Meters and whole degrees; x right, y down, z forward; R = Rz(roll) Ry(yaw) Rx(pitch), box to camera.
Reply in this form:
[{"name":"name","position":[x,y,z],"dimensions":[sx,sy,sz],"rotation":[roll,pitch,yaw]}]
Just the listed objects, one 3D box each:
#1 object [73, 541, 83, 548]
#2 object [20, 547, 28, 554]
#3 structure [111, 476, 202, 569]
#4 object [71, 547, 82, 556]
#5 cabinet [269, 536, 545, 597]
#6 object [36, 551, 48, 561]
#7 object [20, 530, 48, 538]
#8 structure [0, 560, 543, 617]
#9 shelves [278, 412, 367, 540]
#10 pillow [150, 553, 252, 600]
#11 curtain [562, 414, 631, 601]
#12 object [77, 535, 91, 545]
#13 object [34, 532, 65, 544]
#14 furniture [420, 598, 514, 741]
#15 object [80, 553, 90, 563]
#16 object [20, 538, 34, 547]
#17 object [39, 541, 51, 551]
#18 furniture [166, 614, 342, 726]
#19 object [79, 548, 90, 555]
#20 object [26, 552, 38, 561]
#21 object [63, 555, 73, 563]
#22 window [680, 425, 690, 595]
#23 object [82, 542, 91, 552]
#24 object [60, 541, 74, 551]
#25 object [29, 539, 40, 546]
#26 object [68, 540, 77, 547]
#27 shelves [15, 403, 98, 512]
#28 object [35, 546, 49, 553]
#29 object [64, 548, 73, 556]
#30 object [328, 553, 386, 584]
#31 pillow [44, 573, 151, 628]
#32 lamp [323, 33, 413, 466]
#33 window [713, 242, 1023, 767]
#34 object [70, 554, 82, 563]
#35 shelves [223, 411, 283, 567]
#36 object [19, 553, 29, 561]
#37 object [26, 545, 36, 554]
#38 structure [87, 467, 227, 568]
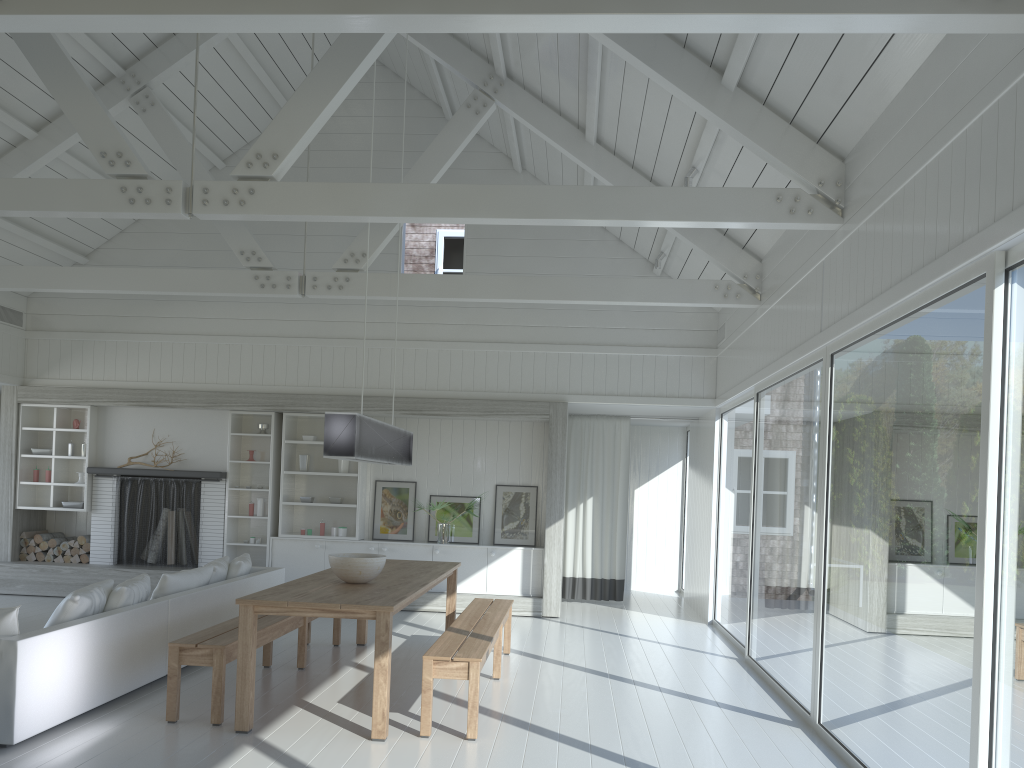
[{"name":"object","position":[-5.128,1.918,10.630],"dimensions":[0.080,0.080,0.480],"rotation":[2,-6,3]},{"name":"object","position":[-5.771,1.995,10.675],"dimensions":[0.080,0.080,0.480],"rotation":[2,-6,3]},{"name":"structure","position":[-4.156,1.611,10.245],"dimensions":[1.097,1.062,0.116],"rotation":[2,0,4]},{"name":"object","position":[-5.143,2.010,10.643],"dimensions":[0.109,0.109,0.496],"rotation":[2,-6,3]},{"name":"cabinet","position":[-1.207,2.126,10.381],"dimensions":[3.180,0.550,0.656],"rotation":[2,-4,4]},{"name":"object","position":[-5.569,2.073,10.673],"dimensions":[0.110,0.110,0.496],"rotation":[2,-6,3]},{"name":"object","position":[-5.780,1.816,10.677],"dimensions":[0.080,0.080,0.480],"rotation":[2,-6,3]},{"name":"structure","position":[-2.773,2.421,10.795],"dimensions":[6.347,0.346,1.891],"rotation":[2,-6,4]},{"name":"shelves","position":[-2.190,1.100,10.483],"dimensions":[0.938,1.442,0.606],"rotation":[2,-1,4]},{"name":"pillow","position":[-2.576,1.735,7.447],"dimensions":[0.462,0.476,2.066],"rotation":[2,-6,-3]},{"name":"curtain","position":[0.978,1.568,11.253],"dimensions":[1.006,2.368,0.116],"rotation":[2,0,4]},{"name":"object","position":[-5.061,1.872,10.639],"dimensions":[0.110,0.110,0.496],"rotation":[2,-6,3]},{"name":"object","position":[-5.595,1.863,10.677],"dimensions":[0.110,0.110,0.496],"rotation":[2,-6,3]},{"name":"furniture","position":[-0.256,1.952,6.354],"dimensions":[0.340,0.470,2.693],"rotation":[2,-6,4]},{"name":"object","position":[-5.027,2.088,10.635],"dimensions":[0.110,0.110,0.496],"rotation":[2,-6,3]},{"name":"object","position":[-5.765,1.907,10.688],"dimensions":[0.109,0.109,0.496],"rotation":[2,-6,3]},{"name":"object","position":[-5.528,1.944,10.671],"dimensions":[0.109,0.109,0.496],"rotation":[2,-6,3]},{"name":"furniture","position":[-1.750,1.908,6.460],"dimensions":[0.340,0.470,2.693],"rotation":[2,-6,4]},{"name":"object","position":[-5.050,2.003,10.630],"dimensions":[0.080,0.079,0.480],"rotation":[2,-6,3]},{"name":"object","position":[-5.671,2.087,10.696],"dimensions":[0.134,0.146,0.550],"rotation":[2,-6,4]},{"name":"object","position":[-5.232,2.104,10.657],"dimensions":[0.108,0.106,0.517],"rotation":[2,-6,3]},{"name":"window","position":[2.491,1.787,12.452],"dimensions":[0.037,2.425,0.947],"rotation":[2,-1,4]},{"name":"object","position":[-5.000,1.954,10.633],"dimensions":[0.109,0.109,0.496],"rotation":[2,-6,3]},{"name":"object","position":[-5.271,1.943,10.653],"dimensions":[0.109,0.109,0.496],"rotation":[2,-6,3]},{"name":"object","position":[-5.670,1.902,10.668],"dimensions":[0.080,0.080,0.480],"rotation":[2,-6,3]},{"name":"object","position":[-5.191,1.905,10.634],"dimensions":[0.086,0.091,0.481],"rotation":[2,-6,3]},{"name":"shelves","position":[-5.350,0.889,10.579],"dimensions":[0.865,1.238,0.550],"rotation":[2,-1,4]},{"name":"object","position":[-5.592,1.987,10.668],"dimensions":[0.080,0.079,0.480],"rotation":[2,-6,3]},{"name":"object","position":[-5.229,2.010,10.636],"dimensions":[0.080,0.080,0.480],"rotation":[2,-6,3]},{"name":"object","position":[-1.054,1.259,5.996],"dimensions":[0.389,0.185,0.391],"rotation":[3,-5,-5]},{"name":"pillow","position":[-2.731,1.536,5.790],"dimensions":[0.466,0.476,1.323],"rotation":[2,-6,-4]},{"name":"lamp","position":[-0.917,-1.549,6.382],"dimensions":[0.200,4.238,1.911],"rotation":[2,-1,4]},{"name":"window","position":[1.896,0.837,4.433],"dimensions":[0.080,2.412,10.981],"rotation":[2,-6,4]},{"name":"object","position":[-5.130,2.102,10.658],"dimensions":[0.134,0.146,0.550],"rotation":[2,-6,4]},{"name":"shelves","position":[-3.041,1.352,10.541],"dimensions":[0.540,1.998,0.606],"rotation":[2,-1,4]},{"name":"object","position":[-5.774,2.088,10.695],"dimensions":[0.108,0.106,0.517],"rotation":[2,-6,3]},{"name":"object","position":[-5.684,1.994,10.681],"dimensions":[0.109,0.109,0.496],"rotation":[2,-6,3]},{"name":"structure","position":[-4.133,1.676,10.599],"dimensions":[1.616,1.285,0.862],"rotation":[2,-2,4]}]
